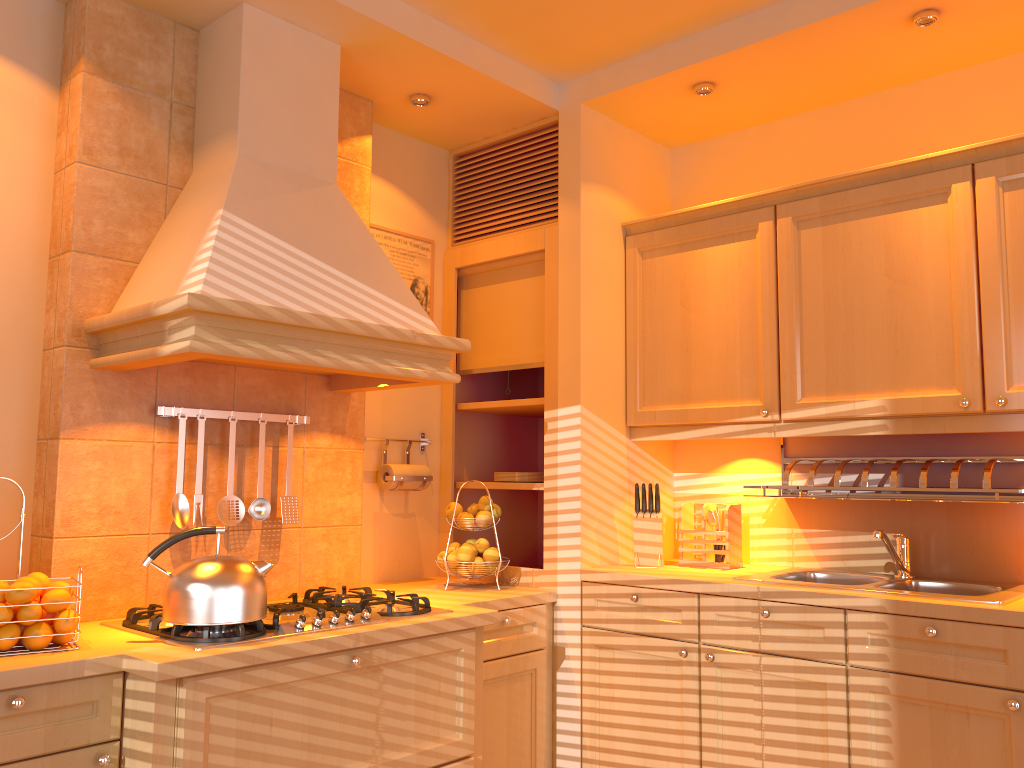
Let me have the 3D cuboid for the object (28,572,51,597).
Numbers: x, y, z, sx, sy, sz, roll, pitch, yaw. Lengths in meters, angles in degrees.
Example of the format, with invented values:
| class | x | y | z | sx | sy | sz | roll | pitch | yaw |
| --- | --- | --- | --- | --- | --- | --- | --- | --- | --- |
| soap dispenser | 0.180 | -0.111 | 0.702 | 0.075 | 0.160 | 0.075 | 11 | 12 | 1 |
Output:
| class | x | y | z | sx | sy | sz | roll | pitch | yaw |
| --- | --- | --- | --- | --- | --- | --- | --- | --- | --- |
| object | -1.106 | 0.469 | 2.069 | 0.059 | 0.060 | 0.050 | 0 | -6 | 2 |

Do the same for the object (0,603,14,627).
| class | x | y | z | sx | sy | sz | roll | pitch | yaw |
| --- | --- | --- | --- | --- | --- | --- | --- | --- | --- |
| object | -1.109 | 0.498 | 1.910 | 0.063 | 0.051 | 0.053 | 4 | -7 | -29 |

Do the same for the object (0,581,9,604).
| class | x | y | z | sx | sy | sz | roll | pitch | yaw |
| --- | --- | --- | --- | --- | --- | --- | --- | --- | --- |
| object | -1.126 | 0.461 | 1.936 | 0.057 | 0.060 | 0.052 | 2 | -6 | -10 |

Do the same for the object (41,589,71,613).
| class | x | y | z | sx | sy | sz | roll | pitch | yaw |
| --- | --- | --- | --- | --- | --- | --- | --- | --- | --- |
| object | -1.023 | 0.487 | 1.990 | 0.053 | 0.052 | 0.061 | -1 | -6 | 15 |

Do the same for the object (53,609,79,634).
| class | x | y | z | sx | sy | sz | roll | pitch | yaw |
| --- | --- | --- | --- | --- | --- | --- | --- | --- | --- |
| object | -0.997 | 0.533 | 1.983 | 0.052 | 0.054 | 0.061 | 3 | -6 | -21 |

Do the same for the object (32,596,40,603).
| class | x | y | z | sx | sy | sz | roll | pitch | yaw |
| --- | --- | --- | --- | --- | --- | --- | --- | --- | --- |
| object | -1.113 | 0.495 | 2.028 | 0.061 | 0.051 | 0.055 | 1 | -6 | -4 |

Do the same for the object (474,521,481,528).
| class | x | y | z | sx | sy | sz | roll | pitch | yaw |
| --- | --- | --- | --- | --- | --- | --- | --- | --- | --- |
| object | -0.110 | 0.488 | 3.183 | 0.058 | 0.059 | 0.058 | 2 | -6 | -16 |

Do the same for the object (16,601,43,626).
| class | x | y | z | sx | sy | sz | roll | pitch | yaw |
| --- | --- | --- | --- | --- | --- | --- | --- | --- | --- |
| object | -1.061 | 0.504 | 1.950 | 0.052 | 0.053 | 0.062 | 3 | -7 | -26 |

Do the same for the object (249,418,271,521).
| class | x | y | z | sx | sy | sz | roll | pitch | yaw |
| --- | --- | --- | --- | --- | --- | --- | --- | --- | --- |
| object | -0.773 | 0.260 | 2.700 | 0.037 | 0.309 | 0.077 | -5 | -8 | 41 |

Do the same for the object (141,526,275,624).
| class | x | y | z | sx | sy | sz | roll | pitch | yaw |
| --- | --- | --- | --- | --- | --- | --- | --- | --- | --- |
| object | -0.722 | 0.454 | 2.160 | 0.242 | 0.215 | 0.251 | -3 | -7 | 29 |

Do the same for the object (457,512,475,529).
| class | x | y | z | sx | sy | sz | roll | pitch | yaw |
| --- | --- | --- | --- | --- | --- | --- | --- | --- | --- |
| object | -0.163 | 0.482 | 3.128 | 0.064 | 0.058 | 0.063 | 0 | -6 | 8 |

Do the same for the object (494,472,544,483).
| class | x | y | z | sx | sy | sz | roll | pitch | yaw |
| --- | --- | --- | --- | --- | --- | --- | --- | --- | --- |
| object | 0.042 | 0.361 | 3.425 | 0.222 | 0.039 | 0.222 | 4 | -7 | -30 |

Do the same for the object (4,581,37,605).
| class | x | y | z | sx | sy | sz | roll | pitch | yaw |
| --- | --- | --- | --- | --- | --- | --- | --- | --- | --- |
| object | -1.073 | 0.457 | 1.938 | 0.063 | 0.051 | 0.053 | 6 | -8 | -40 |

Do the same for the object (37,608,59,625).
| class | x | y | z | sx | sy | sz | roll | pitch | yaw |
| --- | --- | --- | --- | --- | --- | --- | --- | --- | --- |
| object | -1.058 | 0.525 | 2.017 | 0.062 | 0.053 | 0.051 | -1 | -6 | 10 |

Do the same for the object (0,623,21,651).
| class | x | y | z | sx | sy | sz | roll | pitch | yaw |
| --- | --- | --- | --- | --- | --- | --- | --- | --- | --- |
| object | -1.093 | 0.546 | 1.916 | 0.052 | 0.057 | 0.060 | 0 | -6 | 4 |

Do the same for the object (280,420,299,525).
| class | x | y | z | sx | sy | sz | roll | pitch | yaw |
| --- | --- | --- | --- | --- | --- | --- | --- | --- | --- |
| object | -0.689 | 0.274 | 2.764 | 0.020 | 0.323 | 0.061 | -5 | -8 | 42 |

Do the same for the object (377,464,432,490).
| class | x | y | z | sx | sy | sz | roll | pitch | yaw |
| --- | --- | --- | --- | --- | --- | --- | --- | --- | --- |
| object | -0.395 | 0.344 | 3.271 | 0.096 | 0.094 | 0.186 | -5 | -8 | 42 |

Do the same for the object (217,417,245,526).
| class | x | y | z | sx | sy | sz | roll | pitch | yaw |
| --- | --- | --- | --- | --- | --- | --- | --- | --- | --- |
| object | -0.824 | 0.256 | 2.617 | 0.017 | 0.320 | 0.090 | -5 | -8 | 42 |

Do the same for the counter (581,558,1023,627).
| class | x | y | z | sx | sy | sz | roll | pitch | yaw |
| --- | --- | --- | --- | --- | --- | --- | --- | --- | --- |
| counter | 1.101 | 0.614 | 2.625 | 1.800 | 0.038 | 0.600 | -5 | -8 | 42 |

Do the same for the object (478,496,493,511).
| class | x | y | z | sx | sy | sz | roll | pitch | yaw |
| --- | --- | --- | --- | --- | --- | --- | --- | --- | --- |
| object | -0.094 | 0.425 | 3.141 | 0.055 | 0.059 | 0.058 | 1 | -6 | -2 |

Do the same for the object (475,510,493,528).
| class | x | y | z | sx | sy | sz | roll | pitch | yaw |
| --- | --- | --- | --- | --- | --- | --- | --- | --- | --- |
| object | -0.097 | 0.475 | 3.123 | 0.064 | 0.063 | 0.063 | 4 | -7 | -31 |

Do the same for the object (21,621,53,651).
| class | x | y | z | sx | sy | sz | roll | pitch | yaw |
| --- | --- | --- | --- | --- | --- | --- | --- | --- | --- |
| object | -1.048 | 0.556 | 1.958 | 0.074 | 0.063 | 0.064 | -2 | -6 | 22 |

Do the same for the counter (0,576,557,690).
| class | x | y | z | sx | sy | sz | roll | pitch | yaw |
| --- | --- | --- | --- | --- | --- | --- | --- | --- | --- |
| counter | -0.756 | 0.652 | 2.375 | 0.770 | 0.038 | 2.250 | -5 | -8 | 42 |

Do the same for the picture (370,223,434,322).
| class | x | y | z | sx | sy | sz | roll | pitch | yaw |
| --- | --- | --- | --- | --- | --- | --- | --- | --- | --- |
| picture | -0.438 | -0.346 | 3.397 | 0.007 | 0.491 | 0.366 | -5 | -8 | 42 |

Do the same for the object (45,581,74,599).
| class | x | y | z | sx | sy | sz | roll | pitch | yaw |
| --- | --- | --- | --- | --- | --- | --- | --- | --- | --- |
| object | -1.043 | 0.481 | 2.045 | 0.063 | 0.053 | 0.051 | -1 | -6 | 15 |

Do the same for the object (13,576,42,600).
| class | x | y | z | sx | sy | sz | roll | pitch | yaw |
| --- | --- | --- | --- | --- | --- | --- | --- | --- | --- |
| object | -1.090 | 0.460 | 1.995 | 0.063 | 0.053 | 0.051 | 0 | -6 | 4 |

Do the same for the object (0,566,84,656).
| class | x | y | z | sx | sy | sz | roll | pitch | yaw |
| --- | --- | --- | --- | --- | --- | --- | --- | --- | --- |
| object | -1.090 | 0.504 | 2.001 | 0.207 | 0.174 | 0.189 | 4 | -7 | -33 |

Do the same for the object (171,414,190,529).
| class | x | y | z | sx | sy | sz | roll | pitch | yaw |
| --- | --- | --- | --- | --- | --- | --- | --- | --- | --- |
| object | -0.927 | 0.244 | 2.495 | 0.028 | 0.323 | 0.055 | -5 | -8 | 42 |

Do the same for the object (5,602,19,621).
| class | x | y | z | sx | sy | sz | roll | pitch | yaw |
| --- | --- | --- | --- | --- | --- | --- | --- | --- | --- |
| object | -1.115 | 0.502 | 1.967 | 0.051 | 0.053 | 0.064 | 0 | -6 | 5 |

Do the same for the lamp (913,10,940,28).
| class | x | y | z | sx | sy | sz | roll | pitch | yaw |
| --- | --- | --- | --- | --- | --- | --- | --- | --- | --- |
| lamp | 1.194 | -1.052 | 2.558 | 0.070 | 0.021 | 0.070 | 1 | -6 | -8 |

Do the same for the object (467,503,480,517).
| class | x | y | z | sx | sy | sz | roll | pitch | yaw |
| --- | --- | --- | --- | --- | --- | --- | --- | --- | --- |
| object | -0.135 | 0.451 | 3.168 | 0.050 | 0.051 | 0.051 | 3 | -7 | -23 |

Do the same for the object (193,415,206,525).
| class | x | y | z | sx | sy | sz | roll | pitch | yaw |
| --- | --- | --- | --- | --- | --- | --- | --- | --- | --- |
| object | -0.896 | 0.248 | 2.546 | 0.006 | 0.319 | 0.028 | -5 | -8 | 42 |

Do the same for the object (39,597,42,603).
| class | x | y | z | sx | sy | sz | roll | pitch | yaw |
| --- | --- | --- | --- | --- | --- | --- | --- | --- | --- |
| object | -1.088 | 0.519 | 2.072 | 0.053 | 0.054 | 0.061 | 6 | -8 | -42 |

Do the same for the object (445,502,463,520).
| class | x | y | z | sx | sy | sz | roll | pitch | yaw |
| --- | --- | --- | --- | --- | --- | --- | --- | --- | --- |
| object | -0.206 | 0.453 | 3.158 | 0.061 | 0.064 | 0.063 | 5 | -8 | -38 |

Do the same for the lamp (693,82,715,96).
| class | x | y | z | sx | sy | sz | roll | pitch | yaw |
| --- | --- | --- | --- | --- | --- | --- | --- | --- | --- |
| lamp | 0.657 | -1.007 | 3.034 | 0.070 | 0.021 | 0.070 | 0 | -6 | 3 |

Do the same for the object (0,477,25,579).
| class | x | y | z | sx | sy | sz | roll | pitch | yaw |
| --- | --- | --- | --- | --- | --- | --- | --- | --- | --- |
| object | -1.419 | 0.398 | 2.003 | 0.221 | 0.379 | 0.572 | -5 | -8 | 42 |

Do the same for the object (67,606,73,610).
| class | x | y | z | sx | sy | sz | roll | pitch | yaw |
| --- | --- | --- | --- | --- | --- | --- | --- | --- | --- |
| object | -1.038 | 0.531 | 2.040 | 0.051 | 0.055 | 0.061 | 3 | -6 | -19 |

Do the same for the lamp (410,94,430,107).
| class | x | y | z | sx | sy | sz | roll | pitch | yaw |
| --- | --- | --- | --- | --- | --- | --- | --- | --- | --- |
| lamp | -0.325 | -1.003 | 3.145 | 0.070 | 0.021 | 0.070 | -2 | -7 | 25 |
